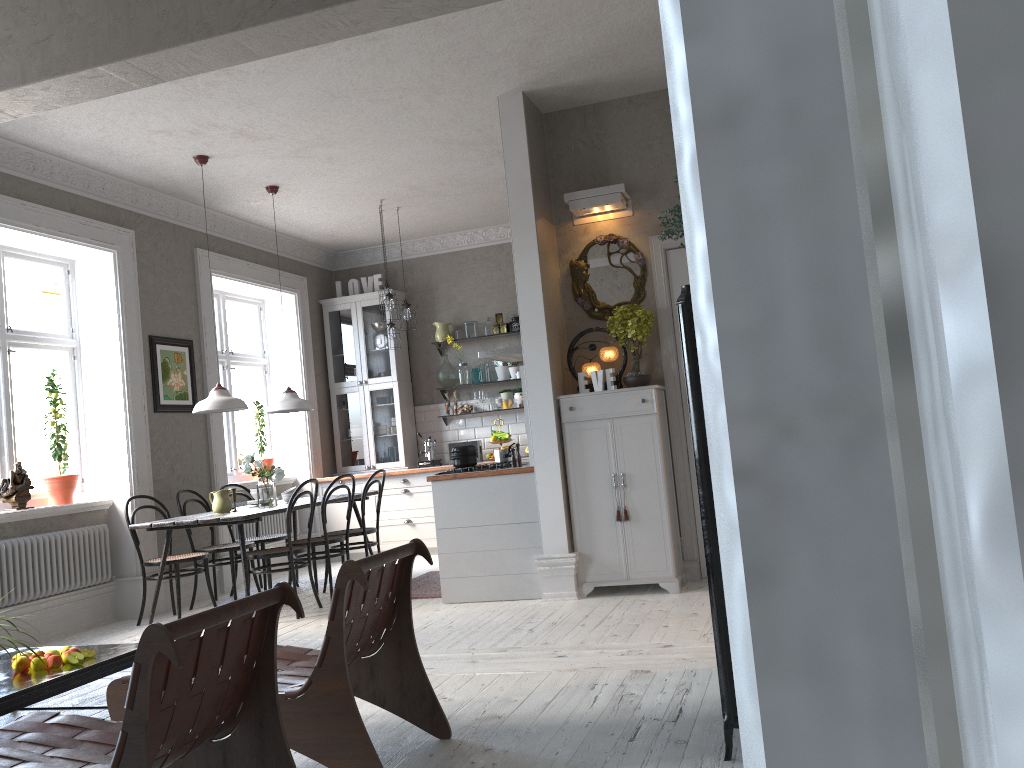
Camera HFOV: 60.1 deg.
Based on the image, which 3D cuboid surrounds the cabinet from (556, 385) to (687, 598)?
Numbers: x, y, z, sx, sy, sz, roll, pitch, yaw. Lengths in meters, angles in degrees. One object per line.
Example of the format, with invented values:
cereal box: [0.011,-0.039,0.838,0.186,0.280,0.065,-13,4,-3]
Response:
cabinet: [0.713,0.690,5.742,0.659,1.297,0.388,-7,-4,16]

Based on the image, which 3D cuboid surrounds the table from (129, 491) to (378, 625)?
table: [-1.836,1.299,6.777,0.894,0.735,1.942,-7,-4,17]

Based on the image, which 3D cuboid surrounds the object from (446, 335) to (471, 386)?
object: [-0.568,-0.253,9.316,0.190,0.540,0.282,-6,-4,9]

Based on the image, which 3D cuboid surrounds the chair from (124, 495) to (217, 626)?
chair: [-2.467,1.244,6.399,0.540,0.920,0.445,-7,-4,24]

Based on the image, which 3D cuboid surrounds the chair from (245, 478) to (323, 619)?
chair: [-1.592,1.139,6.132,0.544,0.920,0.442,-7,-4,14]

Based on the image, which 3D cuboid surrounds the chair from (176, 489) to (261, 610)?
chair: [-2.295,1.262,6.934,0.544,0.920,0.442,-7,-4,14]

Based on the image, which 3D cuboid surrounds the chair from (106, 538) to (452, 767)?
chair: [-0.806,0.960,3.075,1.005,0.720,0.513,-7,-4,16]

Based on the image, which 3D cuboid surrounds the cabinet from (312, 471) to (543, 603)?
cabinet: [-0.287,1.143,7.783,2.022,0.854,4.123,-4,-4,-26]

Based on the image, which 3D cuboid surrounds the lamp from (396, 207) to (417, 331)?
lamp: [-1.040,-1.365,8.231,0.146,1.734,0.147,-6,-3,4]

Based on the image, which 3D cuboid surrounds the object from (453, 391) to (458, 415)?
object: [-0.597,0.199,9.426,0.063,0.264,0.052,-3,-4,-37]

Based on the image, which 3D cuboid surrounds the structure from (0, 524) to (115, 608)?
structure: [-3.191,1.231,6.008,0.147,0.428,1.236,-7,-4,16]

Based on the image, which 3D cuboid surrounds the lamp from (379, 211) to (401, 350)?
lamp: [-1.189,-1.187,8.272,0.148,1.734,0.145,-5,-4,-16]

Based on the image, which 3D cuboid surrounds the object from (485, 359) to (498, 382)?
object: [-0.217,-0.140,9.427,0.129,0.264,0.133,-7,-4,22]

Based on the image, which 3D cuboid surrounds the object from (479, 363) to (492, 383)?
object: [-0.284,-0.113,9.287,0.122,0.206,0.127,-9,-5,39]

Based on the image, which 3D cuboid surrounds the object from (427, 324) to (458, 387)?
object: [-0.725,-0.299,9.410,0.338,0.674,0.334,-5,-4,-15]

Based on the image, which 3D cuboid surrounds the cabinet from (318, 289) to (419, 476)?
cabinet: [-1.522,0.012,9.559,0.869,1.920,0.392,-7,-4,16]

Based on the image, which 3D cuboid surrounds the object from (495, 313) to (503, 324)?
object: [-0.135,-0.681,9.285,0.083,0.113,0.082,-5,-4,-3]

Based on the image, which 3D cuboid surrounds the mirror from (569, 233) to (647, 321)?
mirror: [0.655,-0.733,6.043,0.526,0.593,0.072,-7,-4,16]

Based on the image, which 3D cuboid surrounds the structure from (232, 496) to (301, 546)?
structure: [-2.391,1.310,8.443,0.147,0.428,1.236,-7,-4,16]

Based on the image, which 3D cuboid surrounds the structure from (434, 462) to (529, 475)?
structure: [-0.204,0.588,6.255,0.490,0.031,0.613,-7,-4,17]

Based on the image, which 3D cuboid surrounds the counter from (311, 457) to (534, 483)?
counter: [-0.801,0.782,7.788,3.125,0.039,3.430,-7,-4,17]

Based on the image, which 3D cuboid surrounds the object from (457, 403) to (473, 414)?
object: [-0.499,0.261,9.370,0.177,0.111,0.096,-5,-4,-6]

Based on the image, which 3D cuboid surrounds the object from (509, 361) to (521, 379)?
object: [0.022,-0.235,9.242,0.187,0.380,0.167,-4,-4,-22]

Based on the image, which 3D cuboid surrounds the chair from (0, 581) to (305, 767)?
chair: [-1.076,0.933,2.251,1.005,0.720,0.513,-7,-4,16]

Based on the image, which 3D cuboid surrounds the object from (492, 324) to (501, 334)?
object: [-0.152,-0.566,9.299,0.082,0.113,0.084,-7,-4,17]

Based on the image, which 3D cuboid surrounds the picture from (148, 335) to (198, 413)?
picture: [-2.762,-0.072,7.251,0.019,0.619,0.527,-7,-4,18]

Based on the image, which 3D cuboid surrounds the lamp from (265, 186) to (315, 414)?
lamp: [-1.881,-0.697,7.224,0.373,1.858,0.385,-7,-4,24]

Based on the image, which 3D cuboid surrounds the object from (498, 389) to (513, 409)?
object: [-0.061,0.157,9.312,0.157,0.216,0.155,-5,-4,-3]

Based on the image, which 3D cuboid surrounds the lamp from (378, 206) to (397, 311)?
lamp: [-1.209,-1.537,8.122,0.146,1.734,0.147,-6,-3,4]

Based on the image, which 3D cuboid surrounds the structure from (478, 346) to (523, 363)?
structure: [0.106,-1.025,7.319,0.705,1.595,0.720,-7,-4,17]

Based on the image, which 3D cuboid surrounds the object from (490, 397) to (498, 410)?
object: [-0.182,0.206,9.258,0.079,0.139,0.078,-5,-4,-10]

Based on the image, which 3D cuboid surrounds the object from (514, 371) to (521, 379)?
object: [0.079,-0.092,9.154,0.064,0.071,0.104,-2,-5,-43]

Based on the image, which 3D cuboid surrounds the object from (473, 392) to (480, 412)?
object: [-0.364,0.193,9.375,0.082,0.217,0.082,-6,-4,3]

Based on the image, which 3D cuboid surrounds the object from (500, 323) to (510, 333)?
object: [-0.070,-0.576,9.272,0.081,0.113,0.084,-7,-4,27]

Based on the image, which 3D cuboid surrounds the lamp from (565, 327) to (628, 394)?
lamp: [0.574,-0.101,5.910,0.442,0.558,0.174,-7,-4,24]

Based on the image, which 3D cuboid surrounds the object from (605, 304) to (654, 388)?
object: [0.802,-0.249,5.766,0.347,0.553,0.291,-3,-5,-39]

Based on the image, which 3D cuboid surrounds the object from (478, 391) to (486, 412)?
object: [-0.309,0.180,9.261,0.082,0.217,0.082,-6,-4,3]

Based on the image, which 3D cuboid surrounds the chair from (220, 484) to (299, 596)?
chair: [-2.124,1.275,7.396,0.539,0.920,0.446,-8,-4,29]

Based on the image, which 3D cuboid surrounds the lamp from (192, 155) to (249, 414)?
lamp: [-2.164,-0.725,6.365,0.387,1.858,0.372,-3,-4,-36]

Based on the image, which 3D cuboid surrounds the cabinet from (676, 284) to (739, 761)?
cabinet: [0.817,0.413,2.988,0.344,1.471,0.625,-7,-4,17]

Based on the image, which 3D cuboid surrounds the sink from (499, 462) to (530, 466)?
sink: [0.125,0.501,6.844,0.522,0.720,0.491,-7,-4,17]

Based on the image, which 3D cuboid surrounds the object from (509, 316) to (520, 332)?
object: [0.058,-0.619,9.288,0.140,0.174,0.144,-7,-4,17]

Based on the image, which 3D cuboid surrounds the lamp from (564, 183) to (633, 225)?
lamp: [0.585,-1.213,5.993,0.411,0.171,0.222,-7,-4,16]

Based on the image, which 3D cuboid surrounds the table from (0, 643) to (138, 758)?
table: [-2.180,1.339,3.471,0.839,0.303,1.325,-7,-4,17]

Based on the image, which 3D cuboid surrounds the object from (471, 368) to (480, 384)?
object: [-0.371,-0.080,9.405,0.124,0.172,0.128,-7,-4,20]

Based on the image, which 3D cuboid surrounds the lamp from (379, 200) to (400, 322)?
lamp: [-1.155,-1.423,7.935,0.149,1.734,0.144,-4,-4,-26]

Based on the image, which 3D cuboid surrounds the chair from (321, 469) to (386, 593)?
chair: [-1.257,1.169,7.107,0.544,0.920,0.442,-7,-4,14]

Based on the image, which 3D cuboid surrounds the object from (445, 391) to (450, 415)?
object: [-0.691,0.212,9.470,0.053,0.264,0.061,-5,-4,-12]

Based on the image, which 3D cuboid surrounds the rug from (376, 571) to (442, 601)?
rug: [-0.561,1.534,6.840,0.728,0.014,1.304,-7,-4,17]

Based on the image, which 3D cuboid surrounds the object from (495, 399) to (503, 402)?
object: [-0.133,0.181,9.199,0.077,0.051,0.077,-6,-4,3]

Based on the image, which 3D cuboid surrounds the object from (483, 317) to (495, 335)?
object: [-0.239,-0.601,9.432,0.142,0.220,0.138,-4,-4,-24]

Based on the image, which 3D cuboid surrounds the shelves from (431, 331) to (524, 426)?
shelves: [-0.159,-0.050,9.311,1.301,0.923,0.231,-7,-4,16]

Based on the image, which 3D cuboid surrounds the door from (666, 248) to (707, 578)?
door: [1.493,0.146,5.776,0.743,2.182,0.081,-7,-4,15]

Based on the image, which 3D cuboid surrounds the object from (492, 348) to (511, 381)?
object: [-0.086,-0.207,9.327,0.240,0.354,0.239,-8,-4,35]

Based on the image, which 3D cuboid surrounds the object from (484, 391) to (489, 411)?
object: [-0.283,0.183,9.348,0.082,0.217,0.082,-6,-4,3]

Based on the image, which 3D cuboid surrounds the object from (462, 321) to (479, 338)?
object: [-0.436,-0.567,9.389,0.175,0.184,0.168,-3,-4,-34]

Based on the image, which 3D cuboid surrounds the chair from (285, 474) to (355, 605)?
chair: [-1.427,1.156,6.647,0.540,0.920,0.445,-7,-4,24]
